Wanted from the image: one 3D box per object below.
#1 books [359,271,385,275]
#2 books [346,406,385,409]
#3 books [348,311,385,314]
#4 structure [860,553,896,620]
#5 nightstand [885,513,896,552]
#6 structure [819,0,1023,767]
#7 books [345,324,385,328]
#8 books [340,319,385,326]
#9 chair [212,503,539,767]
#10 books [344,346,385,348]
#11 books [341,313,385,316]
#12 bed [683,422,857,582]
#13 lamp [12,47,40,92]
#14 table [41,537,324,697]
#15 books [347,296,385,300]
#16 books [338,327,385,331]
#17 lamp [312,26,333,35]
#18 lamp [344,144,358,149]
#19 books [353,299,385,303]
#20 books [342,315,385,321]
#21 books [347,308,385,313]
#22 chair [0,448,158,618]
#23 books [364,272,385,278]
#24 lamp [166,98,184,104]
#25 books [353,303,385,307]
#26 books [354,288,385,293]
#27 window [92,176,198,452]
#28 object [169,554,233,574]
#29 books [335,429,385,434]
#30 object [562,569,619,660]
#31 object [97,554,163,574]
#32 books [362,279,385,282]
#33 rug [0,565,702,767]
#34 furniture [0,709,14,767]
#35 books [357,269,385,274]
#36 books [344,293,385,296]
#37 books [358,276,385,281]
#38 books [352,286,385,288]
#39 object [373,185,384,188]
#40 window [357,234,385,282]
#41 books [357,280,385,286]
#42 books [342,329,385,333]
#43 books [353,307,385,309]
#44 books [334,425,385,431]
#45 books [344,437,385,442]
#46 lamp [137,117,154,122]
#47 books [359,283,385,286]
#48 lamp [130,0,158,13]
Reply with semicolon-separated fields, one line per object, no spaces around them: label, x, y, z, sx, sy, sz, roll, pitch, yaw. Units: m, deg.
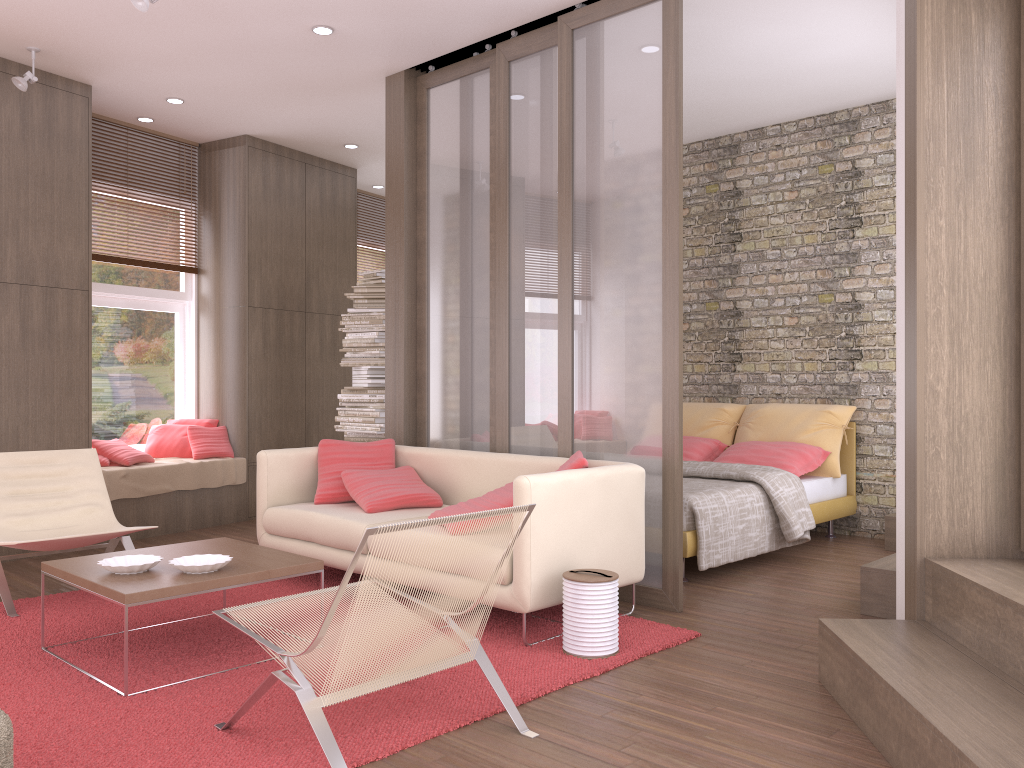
books;-1.078;-0.896;7.227;0.277;0.008;0.216;0;0;44
books;-1.064;0.186;7.236;0.542;0.020;0.320;0;0;44
books;-1.100;-0.573;7.260;0.416;0.015;0.245;0;0;24
structure;2.650;-0.292;4.794;0.808;2.881;2.039;0;0;44
nightstand;2.964;1.027;6.017;0.707;0.240;0.400;0;0;44
structure;1.553;-0.293;2.509;0.845;2.881;2.039;0;0;3
books;-1.090;-0.467;7.246;0.434;0.019;0.324;0;0;24
books;-1.150;-0.495;7.259;0.401;0.035;0.315;0;0;24
chair;-0.463;0.767;2.925;0.853;0.762;0.739;0;0;44
books;-1.144;-0.297;7.261;0.395;0.009;0.233;0;0;19
books;-1.146;-0.557;7.259;0.392;0.015;0.306;0;0;24
bed;1.151;0.716;6.441;2.219;0.861;2.360;0;0;44
lamp;-3.018;-1.956;5.509;0.158;0.275;0.102;0;0;-39
table;-1.410;0.948;3.800;0.850;0.378;0.850;0;0;44
books;-1.115;-0.700;7.246;0.412;0.019;0.259;0;0;4
books;-1.139;-0.444;7.262;0.470;0.022;0.306;0;0;24
lamp;-1.118;-2.088;5.238;0.119;0.010;0.119;0;0;-32
lamp;-1.412;-2.088;7.789;0.119;0.010;0.119;0;0;24
books;-1.093;-0.672;7.268;0.371;0.036;0.211;0;0;4
books;-1.125;-0.531;7.270;0.416;0.035;0.323;0;0;24
books;-1.111;-0.593;7.242;0.404;0.026;0.266;0;0;4
chair;-2.451;0.768;4.817;0.860;0.767;0.739;0;0;44
books;-1.071;-0.876;7.235;0.193;0.029;0.260;0;0;-31
lamp;-2.485;-2.088;6.540;0.119;0.010;0.119;0;0;-21
books;-1.093;-0.634;7.268;0.371;0.036;0.211;0;0;4
books;-1.085;-0.752;7.235;0.351;0.036;0.275;0;0;4
window;-3.174;-0.498;7.178;0.160;2.229;1.407;0;0;31
object;-1.268;0.737;3.610;0.249;0.043;0.251;0;0;-34
books;-1.100;0.377;7.199;0.542;0.016;0.423;0;0;44
object;0.334;0.967;3.768;0.239;0.341;0.239;0;0;-14
object;-1.550;0.737;3.601;0.249;0.043;0.251;0;0;14
books;-1.067;-0.839;7.237;0.258;0.010;0.183;0;0;29
rug;-1.343;1.142;3.854;2.938;0.016;3.344;0;0;44
furniture;-1.505;0.983;2.053;0.596;0.328;0.596;0;0;-21
books;-1.087;-0.908;7.244;0.313;0.014;0.204;0;0;44
books;-1.126;-0.722;7.252;0.435;0.019;0.248;0;0;4
books;-1.083;-0.853;7.241;0.303;0.015;0.202;0;0;44
books;-1.093;-0.778;7.230;0.366;0.012;0.287;0;0;4
object;-1.416;-2.088;9.390;0.119;0.010;0.119;0;0;-21
window;-1.735;-0.498;9.595;0.160;2.229;1.407;0;0;31
books;-1.091;-0.821;7.251;0.327;0.023;0.198;0;0;44
books;-1.116;-0.426;7.224;0.416;0.012;0.324;0;0;24
books;-1.086;-0.611;7.231;0.351;0.010;0.284;0;0;4
books;-1.111;0.353;7.255;0.612;0.028;0.399;0;0;44
books;-1.106;0.445;7.196;0.396;0.033;0.310;0;0;24
lamp;-2.894;-2.088;7.004;0.119;0.010;0.119;0;0;-21
books;-1.081;-0.797;7.237;0.272;0.023;0.201;0;0;24
lamp;-1.783;-1.956;4.332;0.158;0.275;0.102;0;0;-39
